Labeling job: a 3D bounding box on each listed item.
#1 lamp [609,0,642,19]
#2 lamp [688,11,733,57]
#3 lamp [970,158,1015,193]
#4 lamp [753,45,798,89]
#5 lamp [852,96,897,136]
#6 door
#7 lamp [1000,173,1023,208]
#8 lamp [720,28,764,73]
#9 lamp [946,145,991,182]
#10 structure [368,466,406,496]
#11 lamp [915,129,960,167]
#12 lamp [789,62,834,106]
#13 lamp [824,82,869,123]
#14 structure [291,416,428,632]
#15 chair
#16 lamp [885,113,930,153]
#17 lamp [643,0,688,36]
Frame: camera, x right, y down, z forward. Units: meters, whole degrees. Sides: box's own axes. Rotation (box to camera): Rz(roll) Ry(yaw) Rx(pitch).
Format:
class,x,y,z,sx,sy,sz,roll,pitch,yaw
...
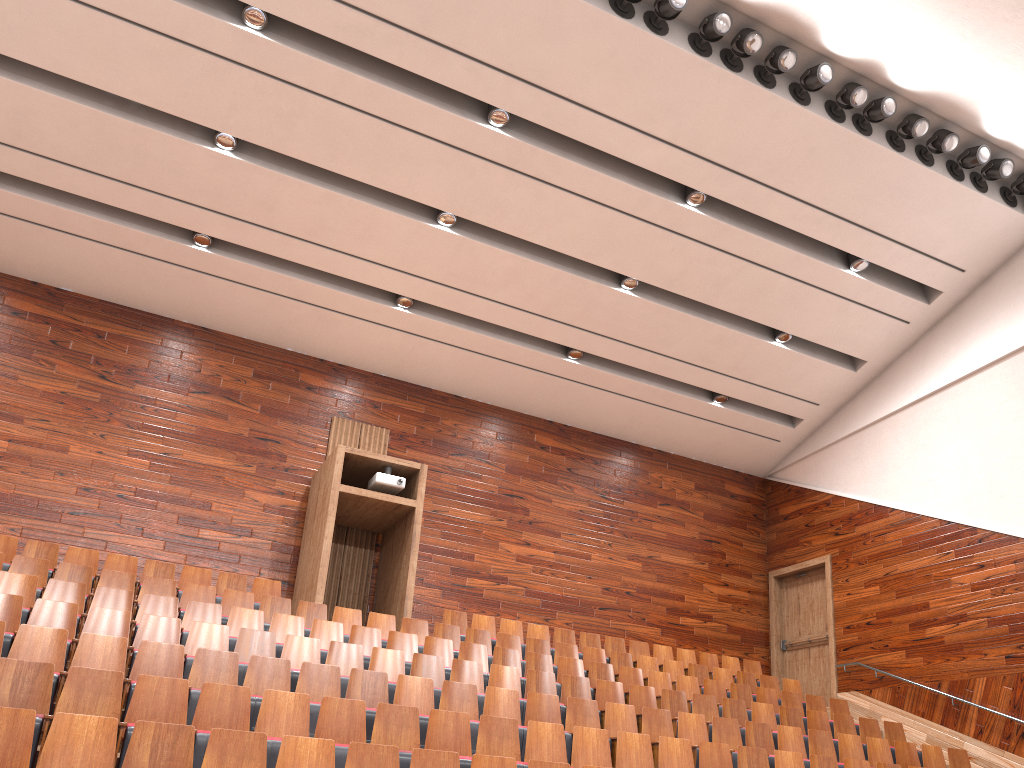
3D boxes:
class,x,y,z,sx,sy,sz,roll,pitch,yaw
lamp,0.117,-0.379,0.848,0.031,0.029,0.046,14,-26,-21
lamp,0.202,-0.356,0.884,0.031,0.029,0.046,14,-26,-21
lamp,0.572,-0.251,1.042,0.031,0.029,0.046,14,-26,-21
lamp,0.278,-0.334,0.916,0.031,0.030,0.046,14,-26,-21
lamp,0.402,-0.299,0.970,0.031,0.029,0.046,14,-26,-21
door,0.468,0.403,1.399,0.024,0.229,0.145,13,-23,-21
lamp,0.619,-0.238,1.062,0.031,0.030,0.046,14,-26,-21
lamp,0.238,-0.346,0.899,0.031,0.030,0.046,14,-26,-21
lamp,0.535,-0.261,1.027,0.031,0.029,0.046,14,-26,-21
structure,-0.156,0.117,1.102,0.039,0.030,0.042,14,-26,-22
lamp,0.490,-0.274,1.007,0.031,0.030,0.046,14,-26,-21
lamp,0.321,-0.322,0.935,0.031,0.029,0.046,14,-26,-21
lamp,0.366,-0.309,0.954,0.031,0.030,0.046,14,-26,-21
structure,-0.195,0.176,1.131,0.118,0.314,0.149,13,-23,-22
chair,-0.021,0.270,0.643,1.196,0.356,0.798,15,-27,-22
lamp,0.448,-0.286,0.989,0.031,0.030,0.046,14,-26,-21
lamp,0.153,-0.369,0.863,0.031,0.029,0.046,14,-26,-21
